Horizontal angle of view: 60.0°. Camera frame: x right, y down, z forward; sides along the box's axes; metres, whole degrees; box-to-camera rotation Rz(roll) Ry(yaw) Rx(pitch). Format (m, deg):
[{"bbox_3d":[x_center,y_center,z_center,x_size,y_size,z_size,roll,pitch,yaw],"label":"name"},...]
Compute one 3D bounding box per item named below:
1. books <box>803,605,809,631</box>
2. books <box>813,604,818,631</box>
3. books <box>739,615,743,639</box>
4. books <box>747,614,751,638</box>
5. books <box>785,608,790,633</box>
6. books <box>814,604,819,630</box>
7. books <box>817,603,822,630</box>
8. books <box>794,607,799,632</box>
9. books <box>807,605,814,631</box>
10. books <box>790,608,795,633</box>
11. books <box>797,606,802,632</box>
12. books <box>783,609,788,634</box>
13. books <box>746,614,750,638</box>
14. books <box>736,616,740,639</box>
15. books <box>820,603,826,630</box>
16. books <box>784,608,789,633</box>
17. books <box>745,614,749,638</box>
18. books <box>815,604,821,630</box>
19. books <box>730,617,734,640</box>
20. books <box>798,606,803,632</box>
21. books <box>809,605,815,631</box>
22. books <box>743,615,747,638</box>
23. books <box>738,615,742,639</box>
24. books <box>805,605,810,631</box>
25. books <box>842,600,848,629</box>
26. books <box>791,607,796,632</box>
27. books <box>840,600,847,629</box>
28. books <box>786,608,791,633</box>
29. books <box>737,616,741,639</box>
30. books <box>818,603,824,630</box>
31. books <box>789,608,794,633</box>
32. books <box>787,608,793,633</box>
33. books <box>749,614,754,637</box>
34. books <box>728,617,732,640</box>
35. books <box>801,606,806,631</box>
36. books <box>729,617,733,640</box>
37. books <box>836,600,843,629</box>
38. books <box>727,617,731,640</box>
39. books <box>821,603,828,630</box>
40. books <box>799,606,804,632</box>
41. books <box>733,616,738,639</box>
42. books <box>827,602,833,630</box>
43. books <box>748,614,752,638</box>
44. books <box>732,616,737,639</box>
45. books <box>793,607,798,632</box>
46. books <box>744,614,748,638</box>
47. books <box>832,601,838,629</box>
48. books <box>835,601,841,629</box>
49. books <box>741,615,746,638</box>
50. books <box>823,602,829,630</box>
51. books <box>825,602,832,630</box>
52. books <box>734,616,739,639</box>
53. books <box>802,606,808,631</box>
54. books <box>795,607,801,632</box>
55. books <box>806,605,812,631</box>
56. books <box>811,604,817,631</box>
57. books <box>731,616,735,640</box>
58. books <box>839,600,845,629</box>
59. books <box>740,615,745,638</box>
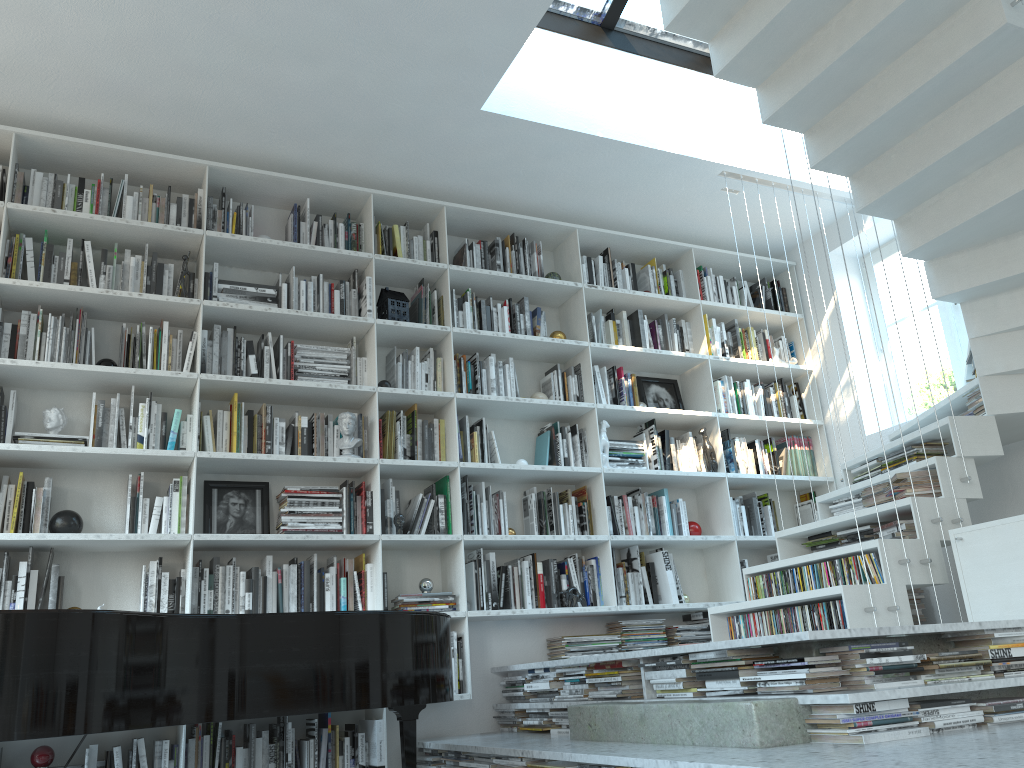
[{"bbox_3d":[1.256,0.971,3.638,0.125,0.125,0.011,5,-20,-25],"label":"books"},{"bbox_3d":[1.278,0.954,3.593,0.125,0.125,0.007,5,-20,-25],"label":"books"},{"bbox_3d":[1.082,1.102,3.989,0.125,0.125,0.009,5,-20,-25],"label":"books"},{"bbox_3d":[1.105,1.085,3.942,0.125,0.125,0.008,5,-20,-25],"label":"books"},{"bbox_3d":[1.209,1.006,3.731,0.125,0.125,0.008,5,-20,-25],"label":"books"},{"bbox_3d":[1.281,0.951,3.587,0.125,0.125,0.007,5,-20,-25],"label":"books"},{"bbox_3d":[1.287,0.947,3.573,0.125,0.125,0.008,5,-20,-25],"label":"books"},{"bbox_3d":[1.232,0.989,3.686,0.125,0.125,0.010,5,-20,-25],"label":"books"},{"bbox_3d":[1.266,0.963,3.617,0.125,0.125,0.010,5,-20,-25],"label":"books"},{"bbox_3d":[1.222,0.996,3.706,0.125,0.125,0.008,5,-20,-25],"label":"books"},{"bbox_3d":[1.239,0.983,3.672,0.125,0.125,0.008,5,-20,-25],"label":"books"},{"bbox_3d":[1.203,1.010,3.744,0.125,0.125,0.008,5,-20,-25],"label":"books"},{"bbox_3d":[1.102,1.087,3.949,0.125,0.125,0.008,5,-20,-25],"label":"books"},{"bbox_3d":[1.071,1.110,4.011,0.125,0.125,0.008,5,-20,-25],"label":"books"},{"bbox_3d":[1.295,0.941,3.559,0.125,0.125,0.010,5,-20,-25],"label":"books"},{"bbox_3d":[1.207,1.008,3.737,0.125,0.125,0.008,5,-20,-25],"label":"books"},{"bbox_3d":[1.098,1.090,3.956,0.125,0.125,0.008,5,-20,-25],"label":"books"},{"bbox_3d":[1.284,0.949,3.580,0.125,0.125,0.007,5,-20,-25],"label":"books"},{"bbox_3d":[1.055,1.123,4.044,0.125,0.125,0.010,5,-20,-25],"label":"books"},{"bbox_3d":[1.242,0.981,3.665,0.125,0.125,0.008,5,-20,-25],"label":"books"},{"bbox_3d":[1.270,0.960,3.609,0.125,0.125,0.012,5,-20,-25],"label":"books"},{"bbox_3d":[1.092,1.094,3.969,0.125,0.125,0.008,5,-20,-25],"label":"books"},{"bbox_3d":[1.079,1.105,3.996,0.125,0.125,0.007,5,-20,-25],"label":"books"},{"bbox_3d":[1.259,0.968,3.630,0.125,0.125,0.008,5,-20,-25],"label":"books"},{"bbox_3d":[1.346,0.902,3.455,0.125,0.125,0.011,5,-20,-25],"label":"books"},{"bbox_3d":[1.226,0.993,3.698,0.125,0.125,0.009,5,-20,-25],"label":"books"},{"bbox_3d":[1.342,0.905,3.464,0.125,0.125,0.009,5,-20,-25],"label":"books"},{"bbox_3d":[1.213,1.003,3.725,0.125,0.125,0.008,5,-20,-25],"label":"books"},{"bbox_3d":[1.075,1.107,4.003,0.125,0.125,0.010,5,-20,-25],"label":"books"},{"bbox_3d":[1.291,0.944,3.567,0.125,0.125,0.008,5,-20,-25],"label":"books"},{"bbox_3d":[1.219,0.998,3.712,0.125,0.125,0.007,5,-20,-25],"label":"books"},{"bbox_3d":[1.216,1.001,3.719,0.125,0.125,0.008,5,-20,-25],"label":"books"},{"bbox_3d":[1.111,1.080,3.929,0.125,0.125,0.007,5,-20,-25],"label":"books"},{"bbox_3d":[1.048,1.128,4.058,0.125,0.125,0.008,5,-20,-25],"label":"books"},{"bbox_3d":[1.248,0.976,3.652,0.125,0.125,0.008,5,-20,-25],"label":"books"},{"bbox_3d":[1.051,1.126,4.052,0.125,0.125,0.008,5,-20,-25],"label":"books"},{"bbox_3d":[1.333,0.912,3.482,0.125,0.125,0.010,5,-20,-25],"label":"books"},{"bbox_3d":[1.044,1.130,4.065,0.125,0.125,0.007,5,-20,-25],"label":"books"},{"bbox_3d":[1.299,0.938,3.550,0.125,0.125,0.010,5,-20,-25],"label":"books"},{"bbox_3d":[1.245,0.979,3.659,0.125,0.125,0.007,5,-20,-25],"label":"books"},{"bbox_3d":[1.065,1.115,4.023,0.125,0.125,0.007,5,-20,-25],"label":"books"},{"bbox_3d":[1.312,0.928,3.524,0.125,0.125,0.011,5,-20,-25],"label":"books"},{"bbox_3d":[1.108,1.082,3.936,0.125,0.125,0.007,5,-20,-25],"label":"books"},{"bbox_3d":[1.062,1.117,4.029,0.125,0.125,0.007,5,-20,-25],"label":"books"},{"bbox_3d":[1.229,0.991,3.692,0.125,0.125,0.010,5,-20,-25],"label":"books"},{"bbox_3d":[1.095,1.092,3.963,0.125,0.125,0.008,5,-20,-25],"label":"books"},{"bbox_3d":[1.323,0.919,3.501,0.125,0.125,0.010,5,-20,-25],"label":"books"},{"bbox_3d":[1.328,0.916,3.491,0.125,0.125,0.014,5,-20,-25],"label":"books"},{"bbox_3d":[1.089,1.097,3.975,0.125,0.125,0.007,5,-20,-25],"label":"books"},{"bbox_3d":[1.303,0.935,3.543,0.125,0.125,0.008,5,-20,-25],"label":"books"},{"bbox_3d":[1.307,0.932,3.534,0.125,0.125,0.012,5,-20,-25],"label":"books"},{"bbox_3d":[1.068,1.112,4.017,0.125,0.125,0.008,5,-20,-25],"label":"books"},{"bbox_3d":[1.253,0.973,3.644,0.125,0.125,0.011,5,-20,-25],"label":"books"},{"bbox_3d":[1.236,0.986,3.678,0.125,0.125,0.008,5,-20,-25],"label":"books"},{"bbox_3d":[1.263,0.965,3.624,0.125,0.125,0.008,5,-20,-25],"label":"books"},{"bbox_3d":[1.274,0.956,3.600,0.125,0.125,0.008,5,-20,-25],"label":"books"},{"bbox_3d":[1.059,1.120,4.036,0.125,0.125,0.009,5,-20,-25],"label":"books"},{"bbox_3d":[1.338,0.909,3.472,0.125,0.125,0.013,5,-20,-25],"label":"books"},{"bbox_3d":[1.085,1.100,3.982,0.125,0.125,0.009,5,-20,-25],"label":"books"}]
